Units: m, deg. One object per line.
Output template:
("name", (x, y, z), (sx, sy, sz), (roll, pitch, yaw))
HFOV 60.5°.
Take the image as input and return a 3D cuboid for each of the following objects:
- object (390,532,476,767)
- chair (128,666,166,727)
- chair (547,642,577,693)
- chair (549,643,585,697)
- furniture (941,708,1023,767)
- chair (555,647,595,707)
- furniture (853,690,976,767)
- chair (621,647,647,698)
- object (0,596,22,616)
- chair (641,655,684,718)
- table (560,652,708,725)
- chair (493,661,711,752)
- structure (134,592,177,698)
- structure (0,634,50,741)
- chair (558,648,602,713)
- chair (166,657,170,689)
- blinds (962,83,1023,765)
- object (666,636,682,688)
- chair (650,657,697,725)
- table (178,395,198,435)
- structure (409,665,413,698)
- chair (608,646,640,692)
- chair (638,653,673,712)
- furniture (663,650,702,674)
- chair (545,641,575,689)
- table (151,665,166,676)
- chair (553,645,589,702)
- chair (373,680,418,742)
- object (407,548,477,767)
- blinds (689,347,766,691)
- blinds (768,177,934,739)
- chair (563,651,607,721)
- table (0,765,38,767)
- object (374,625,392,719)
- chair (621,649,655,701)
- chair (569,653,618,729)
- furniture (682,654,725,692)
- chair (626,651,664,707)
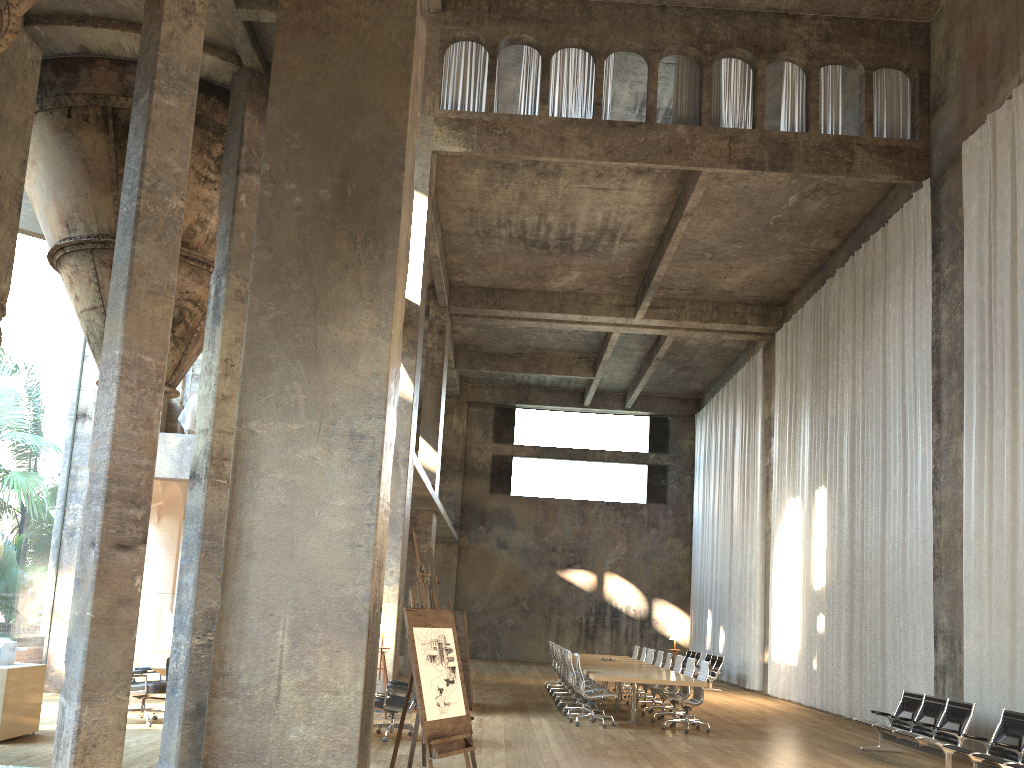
("object", (-0.595, 2.158, 6.487), (0.685, 2.104, 0.715), (0, -9, 26))
("chair", (-4.411, 3.589, 10.491), (0.821, 0.874, 0.745), (5, -11, -6))
("chair", (1.091, 5.899, 18.263), (0.699, 1.005, 0.680), (3, -10, 3))
("chair", (1.106, 5.660, 17.352), (0.698, 1.005, 0.680), (3, -10, 5))
("furniture", (5.031, 3.698, 8.668), (0.708, 0.823, 1.915), (3, -14, 0))
("chair", (1.132, 5.196, 15.586), (0.698, 1.005, 0.680), (3, -10, 5))
("furniture", (4.997, 4.321, 11.038), (0.708, 0.823, 1.915), (3, -14, 0))
("chair", (2.479, 6.003, 18.342), (0.698, 1.005, 0.680), (2, -10, 8))
("object", (-4.912, 1.882, 7.910), (0.858, 0.921, 0.703), (3, -10, 3))
("chair", (2.542, 5.074, 14.801), (0.698, 1.005, 0.680), (3, -10, 5))
("table", (1.854, 5.478, 15.992), (1.601, 0.742, 7.895), (3, -15, 0))
("chair", (-0.266, 4.435, 12.990), (12.949, 1.010, 32.242), (3, -15, 0))
("structure", (-5.217, 3.953, 13.311), (0.594, 1.516, 0.758), (3, -9, 0))
("structure", (-5.279, 3.048, 8.871), (0.735, 0.994, 0.760), (3, -10, 0))
("chair", (1.140, 4.953, 14.660), (0.699, 1.005, 0.679), (4, -10, -1))
("chair", (-3.425, 3.450, 9.740), (0.729, 0.874, 0.840), (3, -11, 1))
("blinds", (6.339, -0.291, 8.430), (0.275, 8.466, 8.005), (3, -11, 1))
("object", (3.683, 6.501, 20.445), (0.572, 1.271, 0.670), (-2, -11, 33))
("chair", (2.557, 4.835, 13.890), (0.699, 1.005, 0.680), (3, -10, 3))
("table", (-4.629, 0.689, 14.829), (1.749, 0.786, 1.141), (3, -12, 0))
("structure", (-1.313, 4.434, 14.247), (0.594, 1.516, 0.758), (3, -9, 0))
("chair", (2.438, 6.226, 19.200), (0.698, 1.005, 0.680), (3, -10, 5))
("chair", (2.527, 5.308, 15.693), (0.698, 1.005, 0.680), (2, -10, 8))
("furniture", (4.745, 7.864, 24.547), (0.708, 0.823, 1.915), (3, -14, 0))
("chair", (1.080, 6.146, 19.204), (0.698, 1.005, 0.680), (3, -10, 6))
("table", (-2.930, 3.771, 10.486), (2.409, 0.686, 1.130), (4, -13, 0))
("chair", (1.122, 5.426, 16.460), (0.698, 1.005, 0.680), (2, -10, 8))
("chair", (-1.373, 3.772, 10.496), (0.821, 0.874, 0.746), (4, -11, -4))
("object", (-0.728, 2.644, 8.361), (0.703, 2.104, 0.696), (-2, -10, 31))
("blinds", (6.089, 4.221, 25.613), (0.275, 8.466, 8.003), (4, -11, -1))
("blinds", (6.214, 1.962, 17.009), (0.275, 8.466, 8.005), (3, -11, 1))
("chair", (1.160, 4.730, 13.811), (0.698, 1.005, 0.680), (2, -10, 8))
("table", (-2.667, 2.236, 4.306), (1.870, 0.535, 0.963), (4, -13, 0))
("object", (-1.977, 4.082, 12.548), (0.571, 1.271, 0.672), (3, -9, 0))
("chair", (2.491, 5.780, 17.493), (0.699, 1.005, 0.679), (4, -10, -1))
("chair", (1.208, 4.507, 12.953), (0.698, 1.005, 0.680), (3, -10, 5))
("furniture", (4.779, 7.242, 22.177), (0.708, 0.823, 1.915), (3, -14, 0))
("chair", (2.517, 5.537, 16.567), (0.698, 1.005, 0.680), (3, -10, 5))
